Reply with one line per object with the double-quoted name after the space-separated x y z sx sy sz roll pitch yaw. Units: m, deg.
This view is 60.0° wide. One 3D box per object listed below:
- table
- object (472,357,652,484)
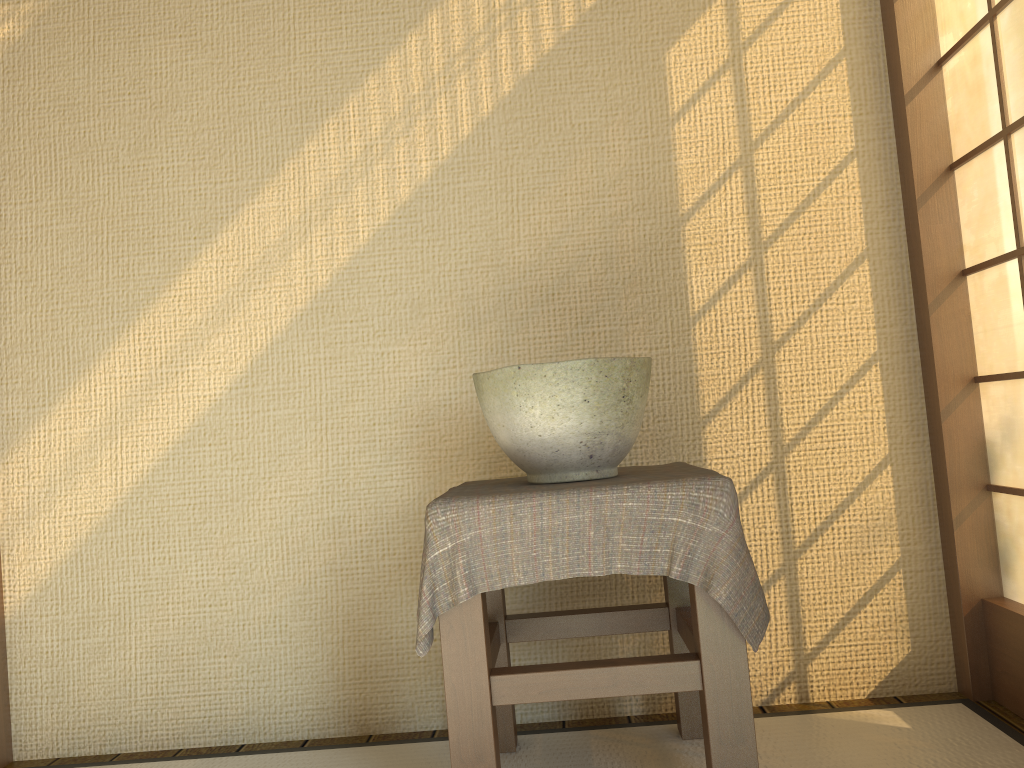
0.148 0.483 1.762 0.629 0.595 0.633 -5 -3 2 "table"
0.111 0.077 1.770 0.357 0.230 0.358 -4 -3 -28 "object"
